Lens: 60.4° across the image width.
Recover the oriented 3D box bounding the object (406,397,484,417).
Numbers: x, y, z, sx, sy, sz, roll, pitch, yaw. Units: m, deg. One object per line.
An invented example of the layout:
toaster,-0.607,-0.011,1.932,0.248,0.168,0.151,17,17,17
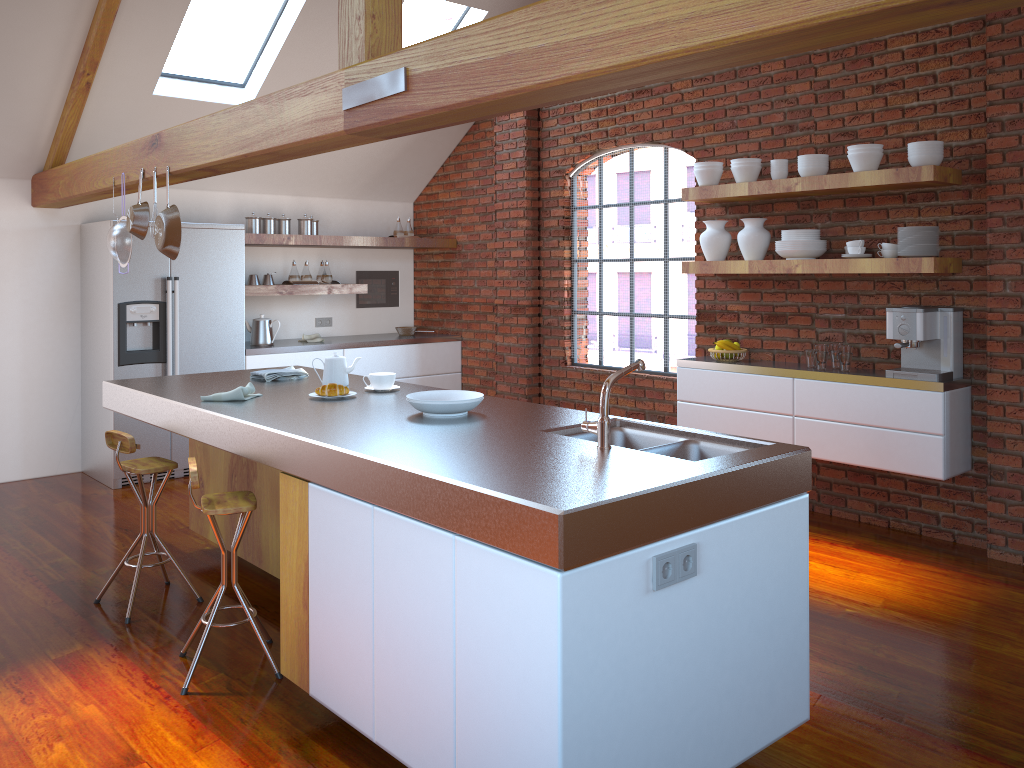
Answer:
object,-0.243,0.079,3.204,0.282,0.055,0.283,2,7,20

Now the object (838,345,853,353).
object,1.810,-0.156,4.779,0.077,0.104,0.078,-2,3,-29

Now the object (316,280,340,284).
object,-1.534,-0.835,7.198,0.195,0.033,0.224,-5,8,-32

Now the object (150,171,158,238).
object,-1.736,-0.871,4.282,0.046,0.331,0.045,0,0,-16

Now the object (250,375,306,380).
object,-1.147,-0.039,4.332,0.231,0.026,0.166,1,7,14

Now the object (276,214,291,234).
object,-1.807,-1.257,6.951,0.128,0.177,0.127,2,3,44

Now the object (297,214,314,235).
object,-1.638,-1.261,6.971,0.128,0.177,0.127,2,3,44

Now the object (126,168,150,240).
object,-1.878,-0.900,4.405,0.085,0.359,0.194,-1,2,-37

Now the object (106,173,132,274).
object,-2.057,-0.834,4.565,0.085,0.529,0.273,0,1,-41

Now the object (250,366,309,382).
object,-1.134,-0.050,4.298,0.233,0.050,0.165,-6,9,-41

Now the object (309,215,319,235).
object,-1.634,-1.285,7.166,0.128,0.177,0.127,2,3,44

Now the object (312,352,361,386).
object,-0.798,-0.069,4.002,0.197,0.155,0.118,-3,4,-35

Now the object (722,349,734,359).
object,1.324,-0.188,5.386,0.077,0.065,0.076,-1,4,-8

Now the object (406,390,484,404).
object,-0.243,0.069,3.204,0.282,0.055,0.283,2,7,20

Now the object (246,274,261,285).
object,-1.981,-0.798,6.741,0.106,0.081,0.106,-1,5,-12

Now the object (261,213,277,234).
object,-1.895,-1.243,6.841,0.128,0.177,0.127,2,3,44

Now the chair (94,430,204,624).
chair,-1.567,0.565,3.792,0.338,0.750,0.339,1,2,44

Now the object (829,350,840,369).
object,1.814,-0.135,4.920,0.078,0.104,0.078,-1,3,-11

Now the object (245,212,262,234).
object,-1.980,-1.229,6.735,0.128,0.177,0.127,2,3,44

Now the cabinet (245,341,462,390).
cabinet,-1.418,0.085,7.296,1.989,0.816,0.713,-6,6,-41

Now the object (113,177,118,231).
object,-2.146,-0.973,4.761,0.023,0.288,0.059,0,0,-26

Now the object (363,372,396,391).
object,-0.570,-0.010,3.848,0.125,0.069,0.116,3,6,33

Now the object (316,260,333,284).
object,-1.535,-0.918,7.198,0.093,0.192,0.203,-1,4,-32

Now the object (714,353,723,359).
object,1.266,-0.174,5.397,0.046,0.046,0.056,-1,4,-8

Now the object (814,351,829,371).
object,1.709,-0.127,4.860,0.078,0.104,0.078,-1,3,-11

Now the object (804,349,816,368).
object,1.697,-0.142,4.989,0.077,0.104,0.078,1,3,19

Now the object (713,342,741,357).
object,1.314,-0.206,5.349,0.176,0.094,0.064,-1,2,-5

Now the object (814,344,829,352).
object,1.708,-0.166,4.860,0.078,0.104,0.078,-1,3,-11

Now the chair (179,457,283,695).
chair,-1.018,0.642,3.167,0.338,0.750,0.339,-1,1,-21

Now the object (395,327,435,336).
object,-0.864,-0.458,7.699,0.348,0.074,0.195,4,7,29

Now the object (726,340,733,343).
object,1.329,-0.245,5.433,0.069,0.061,0.068,-2,4,-25

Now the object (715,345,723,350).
object,1.273,-0.223,5.406,0.045,0.053,0.052,2,4,37

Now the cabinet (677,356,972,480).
cabinet,1.692,0.143,5.003,0.338,0.474,1.628,-2,6,-41

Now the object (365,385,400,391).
object,-0.567,0.021,3.846,0.154,0.012,0.155,-2,7,-13

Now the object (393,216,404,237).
object,-0.985,-1.359,7.639,0.093,0.191,0.093,-1,2,-29

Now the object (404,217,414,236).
object,-0.906,-1.368,7.713,0.093,0.192,0.093,0,1,2

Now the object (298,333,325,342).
object,-1.621,-0.374,7.084,0.204,0.061,0.197,-3,7,-19

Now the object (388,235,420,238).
object,-0.945,-1.280,7.675,0.224,0.033,0.195,-7,10,-42

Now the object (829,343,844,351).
object,1.813,-0.174,4.920,0.078,0.104,0.078,-1,3,-11

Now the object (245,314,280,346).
object,-1.932,-0.417,6.772,0.302,0.238,0.181,-1,3,-10

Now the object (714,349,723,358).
object,1.289,-0.197,5.451,0.074,0.075,0.073,1,4,24

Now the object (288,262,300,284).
object,-1.729,-0.891,6.983,0.093,0.191,0.093,-1,2,-29

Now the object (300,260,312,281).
object,-1.650,-0.899,7.057,0.093,0.192,0.093,0,1,2

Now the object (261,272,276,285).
object,-1.891,-0.818,6.819,0.106,0.099,0.106,0,4,1

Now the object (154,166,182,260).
object,-1.633,-0.805,4.151,0.069,0.443,0.265,0,2,-36

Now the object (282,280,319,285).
object,-1.689,-0.812,7.019,0.224,0.033,0.195,-7,10,-42
